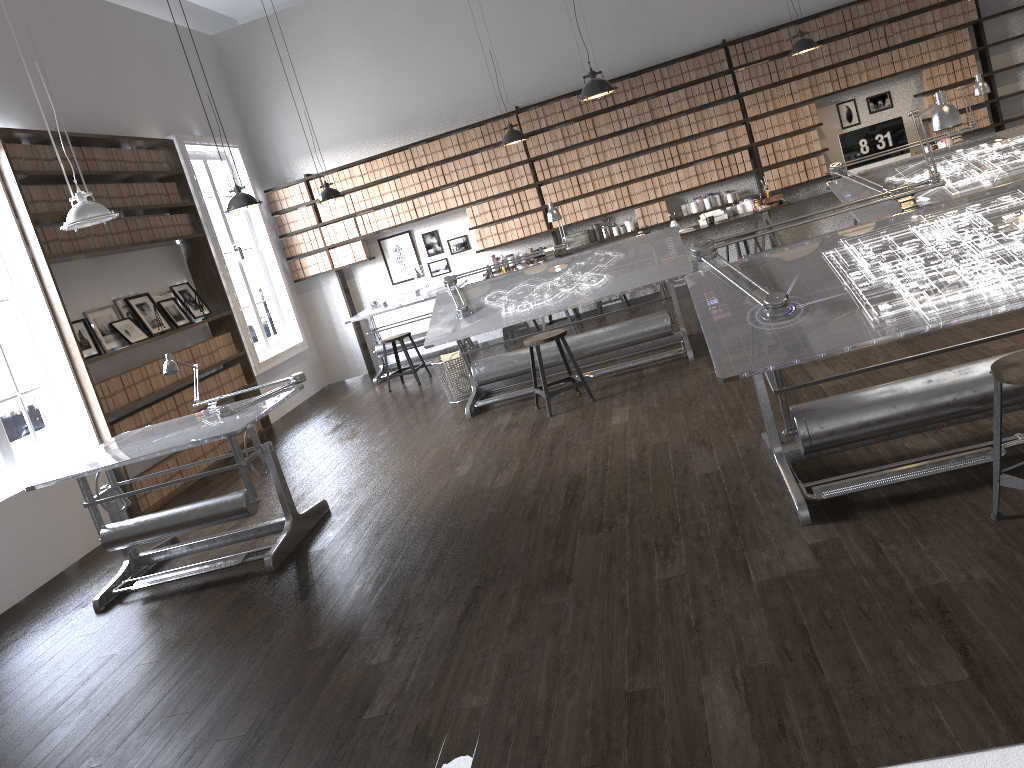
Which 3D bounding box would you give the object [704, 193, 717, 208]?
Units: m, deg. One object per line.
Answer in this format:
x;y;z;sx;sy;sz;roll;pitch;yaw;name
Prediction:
2.201;-2.028;9.814;0.094;0.160;0.207;-15;10;12;object

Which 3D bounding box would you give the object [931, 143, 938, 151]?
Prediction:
4.356;-2.389;9.101;0.068;0.154;0.069;-19;9;-13;object

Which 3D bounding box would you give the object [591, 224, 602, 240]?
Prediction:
0.971;-1.731;10.109;0.079;0.187;0.079;-18;9;-10;object

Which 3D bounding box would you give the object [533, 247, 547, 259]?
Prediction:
0.325;-1.503;10.110;0.170;0.108;0.092;-15;9;10;object

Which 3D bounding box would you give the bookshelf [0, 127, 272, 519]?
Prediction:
-3.127;-0.290;7.716;0.411;3.697;2.498;-15;9;11;bookshelf

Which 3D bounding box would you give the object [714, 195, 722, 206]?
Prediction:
2.269;-2.024;9.772;0.062;0.118;0.062;-20;9;-21;object

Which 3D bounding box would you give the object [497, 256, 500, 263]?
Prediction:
-0.151;-1.414;10.305;0.072;0.128;0.071;-22;10;-32;object

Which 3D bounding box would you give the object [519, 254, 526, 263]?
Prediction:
0.122;-1.444;10.162;0.062;0.094;0.062;-17;9;-4;object

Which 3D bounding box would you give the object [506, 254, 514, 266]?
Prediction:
-0.010;-1.437;10.259;0.094;0.127;0.095;-9;12;41;object

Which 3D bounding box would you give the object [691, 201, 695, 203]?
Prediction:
2.018;-1.956;9.809;0.045;0.127;0.045;-15;9;11;object

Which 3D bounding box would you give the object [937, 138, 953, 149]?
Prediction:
4.420;-2.412;9.017;0.144;0.195;0.145;-20;9;-17;object

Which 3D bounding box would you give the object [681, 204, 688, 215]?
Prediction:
1.926;-1.937;9.856;0.062;0.118;0.061;-24;11;-38;object

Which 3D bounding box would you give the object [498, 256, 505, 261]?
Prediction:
-0.110;-1.413;10.236;0.071;0.129;0.070;-24;12;-41;object

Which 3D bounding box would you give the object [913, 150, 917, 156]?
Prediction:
4.205;-2.369;9.247;0.097;0.141;0.092;-18;9;-10;object

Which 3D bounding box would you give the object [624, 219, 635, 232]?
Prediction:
1.320;-1.772;9.933;0.094;0.127;0.095;-14;9;17;object

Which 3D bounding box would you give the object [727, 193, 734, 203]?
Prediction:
2.384;-2.029;9.675;0.061;0.095;0.062;-9;12;42;object

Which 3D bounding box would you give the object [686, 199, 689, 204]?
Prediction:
1.983;-1.982;9.865;0.040;0.167;0.009;-15;8;14;object

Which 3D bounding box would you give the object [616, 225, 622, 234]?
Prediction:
1.222;-1.744;10.009;0.063;0.093;0.063;-21;10;-27;object

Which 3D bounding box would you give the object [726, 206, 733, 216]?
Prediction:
2.369;-1.875;9.619;0.062;0.094;0.061;-24;11;-38;object

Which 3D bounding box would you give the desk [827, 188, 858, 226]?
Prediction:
4.231;-1.930;9.119;1.664;0.665;0.662;-15;10;10;desk

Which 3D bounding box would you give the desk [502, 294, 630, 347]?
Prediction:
0.523;-0.952;9.810;1.664;0.665;0.662;-15;10;10;desk

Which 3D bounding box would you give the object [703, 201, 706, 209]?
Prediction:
2.160;-1.985;9.813;0.053;0.101;0.055;-12;10;27;object

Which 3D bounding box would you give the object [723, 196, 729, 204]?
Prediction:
2.358;-2.026;9.758;0.054;0.081;0.055;-17;9;1;object

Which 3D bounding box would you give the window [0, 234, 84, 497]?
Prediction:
-3.614;-0.421;5.719;0.153;2.480;1.497;-15;9;11;window

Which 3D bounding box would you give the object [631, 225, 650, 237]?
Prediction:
1.412;-1.626;9.661;0.203;0.159;0.287;-15;10;11;object

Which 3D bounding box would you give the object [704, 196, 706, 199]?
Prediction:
2.149;-2.018;9.791;0.005;0.148;0.036;-11;10;33;object

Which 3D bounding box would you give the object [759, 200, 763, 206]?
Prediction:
2.649;-1.925;9.488;0.060;0.088;0.060;-14;9;15;object

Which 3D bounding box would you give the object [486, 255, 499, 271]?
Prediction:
-0.223;-1.386;10.180;0.106;0.175;0.109;-15;9;12;object

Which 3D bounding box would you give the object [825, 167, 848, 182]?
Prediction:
3.492;-2.192;9.364;0.284;0.160;0.205;-16;10;3;object

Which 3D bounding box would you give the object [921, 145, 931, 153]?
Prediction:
4.308;-2.388;9.175;0.096;0.142;0.097;-12;10;27;object

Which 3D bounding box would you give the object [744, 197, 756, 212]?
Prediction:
2.550;-1.921;9.477;0.104;0.141;0.105;-14;10;18;object

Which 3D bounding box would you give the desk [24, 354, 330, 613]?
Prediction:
-1.830;0.415;5.107;1.265;1.181;1.183;-15;10;11;desk

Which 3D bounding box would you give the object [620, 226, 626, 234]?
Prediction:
1.262;-1.748;9.986;0.061;0.093;0.183;-13;11;24;object

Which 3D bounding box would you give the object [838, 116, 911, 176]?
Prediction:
3.774;-2.434;9.217;0.641;0.514;0.206;-15;9;10;object

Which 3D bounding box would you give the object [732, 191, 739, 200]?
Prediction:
2.471;-2.074;9.773;0.061;0.095;0.062;-9;12;42;object

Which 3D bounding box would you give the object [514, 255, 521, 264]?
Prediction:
0.059;-1.422;10.152;0.062;0.093;0.063;-17;9;-4;object

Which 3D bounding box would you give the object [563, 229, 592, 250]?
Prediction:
0.740;-1.642;10.067;0.316;0.151;0.195;-15;10;10;object

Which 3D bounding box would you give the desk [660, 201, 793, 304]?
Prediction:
2.198;-1.394;9.497;1.664;0.665;0.662;-15;10;10;desk

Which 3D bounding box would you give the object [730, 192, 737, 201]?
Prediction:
2.430;-2.051;9.720;0.063;0.094;0.063;-9;12;42;object

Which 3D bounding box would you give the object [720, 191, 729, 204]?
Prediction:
2.376;-2.072;9.835;0.094;0.129;0.095;-17;9;-2;object

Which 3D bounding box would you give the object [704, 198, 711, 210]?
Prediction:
2.148;-1.978;9.726;0.062;0.118;0.062;-20;9;-21;object

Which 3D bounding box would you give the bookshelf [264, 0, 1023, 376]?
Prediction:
1.929;-1.976;9.907;9.154;3.185;0.377;-15;8;10;bookshelf

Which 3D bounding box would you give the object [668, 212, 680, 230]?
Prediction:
1.774;-1.770;9.713;0.102;0.208;0.101;-23;10;-34;object

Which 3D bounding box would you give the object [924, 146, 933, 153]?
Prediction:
4.268;-2.358;9.078;0.094;0.143;0.096;-10;11;36;object

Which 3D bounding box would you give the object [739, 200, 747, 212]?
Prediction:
2.521;-1.928;9.590;0.094;0.127;0.095;-16;9;7;object

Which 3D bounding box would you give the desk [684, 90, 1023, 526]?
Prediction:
1.781;-0.466;3.551;2.063;1.377;1.087;-15;9;10;desk

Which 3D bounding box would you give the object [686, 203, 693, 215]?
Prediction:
1.964;-1.937;9.800;0.064;0.117;0.062;-24;11;-38;object

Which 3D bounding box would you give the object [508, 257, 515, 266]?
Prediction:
-0.008;-1.402;10.150;0.062;0.094;0.062;-17;9;-4;object

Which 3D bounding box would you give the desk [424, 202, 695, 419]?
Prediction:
0.263;-0.700;7.017;2.274;1.377;1.087;-15;9;10;desk

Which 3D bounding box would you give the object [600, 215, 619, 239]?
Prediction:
1.081;-1.794;10.002;0.181;0.270;0.157;-18;9;-5;object

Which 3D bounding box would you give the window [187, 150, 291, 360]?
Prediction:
-2.981;-1.385;9.558;0.153;2.293;1.257;-15;9;11;window

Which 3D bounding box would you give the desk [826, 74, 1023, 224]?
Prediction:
3.446;-1.539;6.424;2.063;1.377;1.087;-15;9;10;desk

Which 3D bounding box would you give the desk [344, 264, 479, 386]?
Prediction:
-1.095;-0.741;10.038;1.265;1.090;1.082;-15;10;11;desk

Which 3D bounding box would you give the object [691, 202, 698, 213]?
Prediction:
2.010;-1.941;9.748;0.062;0.118;0.062;-22;10;-29;object

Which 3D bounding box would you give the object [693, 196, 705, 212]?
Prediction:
2.077;-1.994;9.826;0.094;0.161;0.095;-16;9;7;object

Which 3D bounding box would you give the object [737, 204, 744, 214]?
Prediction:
2.453;-1.879;9.512;0.062;0.094;0.062;-22;10;-29;object

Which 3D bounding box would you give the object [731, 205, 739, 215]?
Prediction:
2.407;-1.875;9.564;0.064;0.093;0.062;-24;11;-38;object
